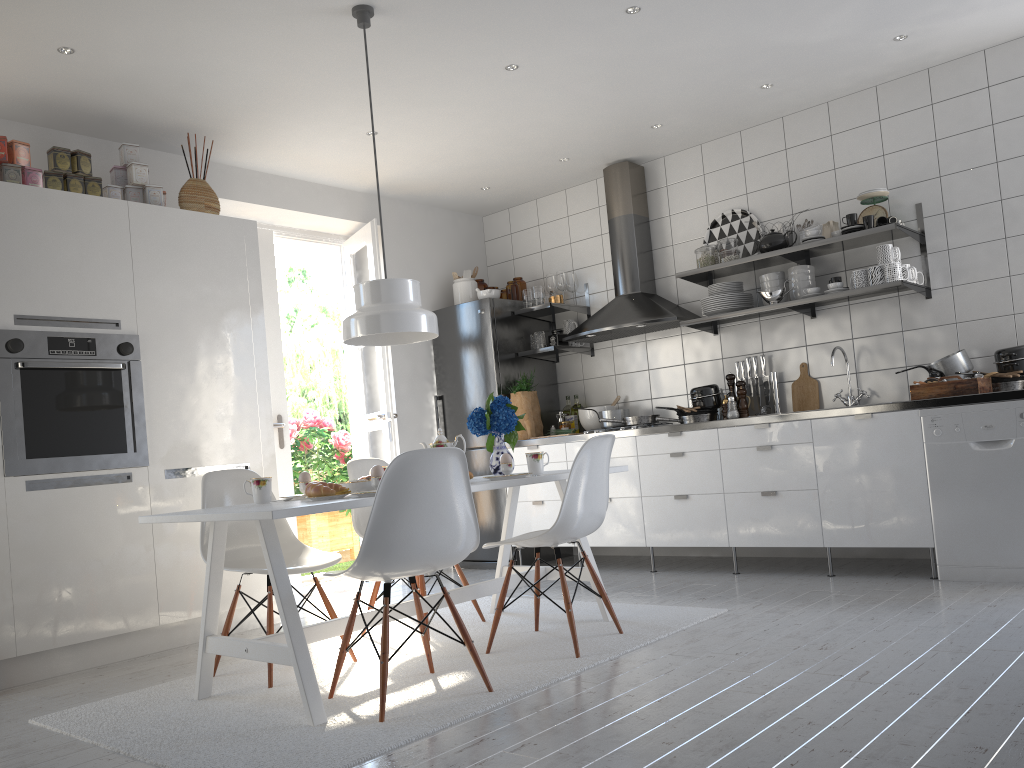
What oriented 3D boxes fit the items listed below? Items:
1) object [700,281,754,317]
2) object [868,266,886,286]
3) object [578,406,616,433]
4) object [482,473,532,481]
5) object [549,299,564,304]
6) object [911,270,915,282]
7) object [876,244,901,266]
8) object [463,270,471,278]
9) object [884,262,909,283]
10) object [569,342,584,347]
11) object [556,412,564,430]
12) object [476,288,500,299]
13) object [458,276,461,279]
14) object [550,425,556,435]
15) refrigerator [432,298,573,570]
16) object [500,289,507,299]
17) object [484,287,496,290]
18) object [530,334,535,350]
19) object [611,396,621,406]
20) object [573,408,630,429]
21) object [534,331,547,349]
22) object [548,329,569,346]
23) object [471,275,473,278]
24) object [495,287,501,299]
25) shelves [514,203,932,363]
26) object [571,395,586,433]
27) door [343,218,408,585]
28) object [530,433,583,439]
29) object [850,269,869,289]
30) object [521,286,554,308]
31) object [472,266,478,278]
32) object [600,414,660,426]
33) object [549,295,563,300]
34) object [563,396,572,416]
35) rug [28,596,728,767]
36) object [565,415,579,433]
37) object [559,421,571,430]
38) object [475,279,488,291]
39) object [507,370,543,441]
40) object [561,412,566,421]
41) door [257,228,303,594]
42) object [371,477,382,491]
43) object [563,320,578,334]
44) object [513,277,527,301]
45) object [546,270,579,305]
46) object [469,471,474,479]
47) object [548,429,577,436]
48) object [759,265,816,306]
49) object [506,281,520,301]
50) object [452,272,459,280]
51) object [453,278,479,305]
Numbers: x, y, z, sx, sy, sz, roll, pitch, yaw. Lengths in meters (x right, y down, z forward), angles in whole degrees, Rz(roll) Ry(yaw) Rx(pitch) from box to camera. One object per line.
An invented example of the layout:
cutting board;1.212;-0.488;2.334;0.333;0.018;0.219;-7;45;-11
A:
object;1.258;-0.487;5.191;0.301;0.194;0.307;-2;-5;-44
object;1.870;-0.547;4.511;0.109;0.100;0.083;-7;-4;30
object;0.574;0.245;5.924;0.247;0.175;0.248;-5;-4;-8
object;-0.017;0.369;3.512;0.200;0.016;0.201;-1;-6;-44
object;0.300;-0.546;5.966;0.100;0.036;0.100;-3;-5;-29
object;2.028;-0.554;4.614;0.083;0.100;0.109;-4;-3;-15
object;1.896;-0.652;4.481;0.083;0.100;0.109;-4;-3;-15
object;-0.324;-0.676;6.273;0.064;0.289;0.141;-6;-3;15
object;1.932;-0.556;4.457;0.109;0.100;0.083;-7;-4;30
object;0.436;-0.296;6.096;0.109;0.100;0.083;-7;-4;30
object;0.335;0.276;6.045;0.059;0.172;0.059;-5;-2;0
object;-0.154;-0.610;6.091;0.159;0.110;0.172;-8;-5;36
object;-0.355;-0.653;6.281;0.061;0.251;0.117;-4;-3;-19
object;0.281;0.324;6.035;0.046;0.084;0.046;-6;-3;18
refrigerator;-0.088;0.355;6.246;0.578;1.797;0.693;-7;-3;41
object;-0.040;-0.610;6.341;0.093;0.127;0.093;-4;-3;-27
object;-0.153;-0.613;6.345;0.113;0.154;0.113;-4;-3;-21
object;0.164;-0.282;6.071;0.086;0.119;0.086;-3;-4;-39
object;0.626;0.201;5.915;0.221;0.232;0.080;-5;-2;2
object;0.588;0.209;5.700;0.347;0.153;0.200;-5;-4;-9
object;0.189;-0.292;5.974;0.086;0.119;0.086;-7;-4;37
object;0.311;-0.305;5.966;0.100;0.122;0.100;-3;-4;-39
object;-0.282;-0.658;6.278;0.050;0.246;0.114;-5;-3;6
object;-0.133;-0.616;6.530;0.113;0.186;0.113;-4;-3;-19
shelves;1.102;-0.554;5.356;2.547;0.511;0.426;-9;-5;41
object;0.458;0.213;6.093;0.090;0.281;0.082;-7;-3;41
door;-0.917;0.134;5.852;0.156;2.323;0.604;-4;-3;-29
object;0.307;0.336;5.728;0.331;0.012;0.220;-9;-6;41
object;1.804;-0.534;4.591;0.083;0.100;0.108;-6;-3;10
object;0.175;-0.580;6.043;0.190;0.134;0.228;-7;-4;31
object;-0.279;-0.682;6.271;0.131;0.295;0.056;-6;-2;21
object;0.733;0.222;5.431;0.352;0.060;0.232;-7;-4;20
object;0.296;-0.568;5.967;0.099;0.048;0.100;-3;-4;-26
object;0.400;0.223;6.151;0.066;0.282;0.066;-7;-3;36
rug;-0.361;1.067;3.433;1.430;0.004;2.308;-9;-6;41
object;0.411;0.287;6.071;0.077;0.140;0.044;-8;-3;41
object;0.361;0.304;5.978;0.078;0.101;0.078;-6;-3;8
object;-0.234;-0.638;6.447;0.117;0.236;0.118;-4;-3;-24
object;0.090;0.132;5.921;0.174;0.508;0.282;-7;-3;28
object;0.352;0.279;6.108;0.059;0.172;0.059;-5;-2;0
door;-1.645;0.170;5.447;0.157;2.323;0.601;-7;-3;41
object;-0.452;0.343;3.002;0.048;0.057;0.048;-5;-3;-8
object;0.399;-0.391;6.120;0.083;0.100;0.109;-4;-3;-15
object;0.050;-0.656;6.294;0.097;0.194;0.097;-7;-3;41
object;0.348;-0.643;6.146;0.193;0.244;0.205;-8;-4;39
object;-0.240;0.351;3.393;0.160;0.057;0.124;-2;-5;-34
object;0.300;0.313;5.730;0.141;0.053;0.277;-3;-5;-33
object;1.563;-0.539;5.016;0.310;0.216;0.150;-8;-4;38
object;0.007;-0.639;6.197;0.093;0.153;0.093;-4;-3;-26
object;-0.377;-0.657;6.268;0.054;0.262;0.149;-6;-3;16
object;-0.326;-0.631;6.263;0.174;0.208;0.174;-7;-4;36
